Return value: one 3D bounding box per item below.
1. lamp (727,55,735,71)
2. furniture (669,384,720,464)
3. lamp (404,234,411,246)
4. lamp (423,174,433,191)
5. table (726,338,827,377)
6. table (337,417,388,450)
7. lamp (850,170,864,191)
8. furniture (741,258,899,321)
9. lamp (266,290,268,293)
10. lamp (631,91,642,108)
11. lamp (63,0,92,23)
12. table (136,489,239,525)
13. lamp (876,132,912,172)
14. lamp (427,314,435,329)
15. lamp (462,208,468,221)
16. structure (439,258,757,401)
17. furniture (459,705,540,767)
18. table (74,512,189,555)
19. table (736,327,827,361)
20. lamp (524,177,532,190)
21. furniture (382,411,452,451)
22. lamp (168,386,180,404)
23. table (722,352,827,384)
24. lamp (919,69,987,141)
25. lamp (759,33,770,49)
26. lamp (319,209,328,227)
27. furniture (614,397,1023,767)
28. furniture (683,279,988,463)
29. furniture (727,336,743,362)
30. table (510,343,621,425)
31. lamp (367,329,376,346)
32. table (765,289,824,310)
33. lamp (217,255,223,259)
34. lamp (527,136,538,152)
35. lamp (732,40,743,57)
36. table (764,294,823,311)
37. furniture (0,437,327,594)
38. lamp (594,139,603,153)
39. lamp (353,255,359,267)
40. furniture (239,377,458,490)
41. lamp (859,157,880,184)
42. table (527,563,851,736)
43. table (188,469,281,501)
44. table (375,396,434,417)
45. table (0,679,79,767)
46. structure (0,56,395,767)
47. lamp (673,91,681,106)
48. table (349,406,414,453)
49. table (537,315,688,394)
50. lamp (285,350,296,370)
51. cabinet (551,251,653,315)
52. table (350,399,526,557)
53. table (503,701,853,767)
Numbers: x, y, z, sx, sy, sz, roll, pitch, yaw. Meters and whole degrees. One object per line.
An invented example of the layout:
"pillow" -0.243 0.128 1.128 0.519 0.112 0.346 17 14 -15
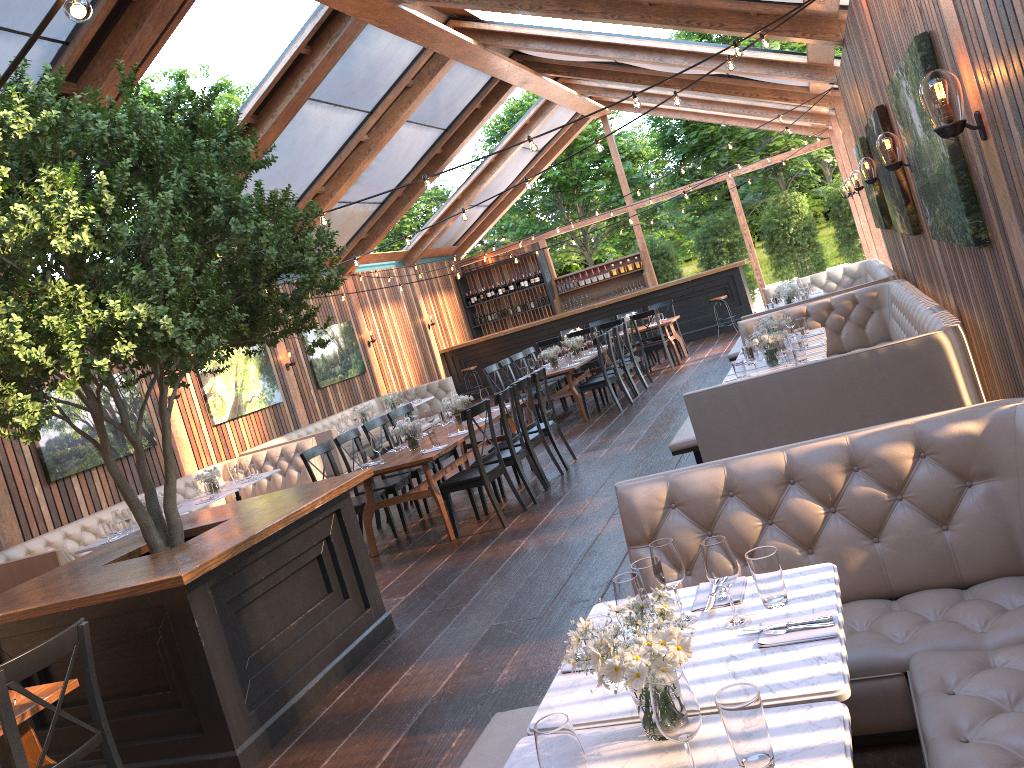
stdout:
"lamp" 1.602 -2.357 6.501 0.056 0.121 0.057 -16 2 24
"furniture" 1.734 0.387 7.642 0.311 0.398 2.349 -16 5 21
"lamp" -1.012 -1.396 8.572 0.056 0.121 0.056 -17 2 -4
"lamp" -0.576 -1.376 6.037 0.056 0.120 0.056 -17 2 8
"table" 2.314 0.089 7.402 0.793 0.671 0.806 -16 3 21
"table" -2.214 0.978 13.075 0.794 0.671 0.805 -16 3 20
"lamp" 4.373 -2.545 11.158 0.177 0.320 0.147 -16 2 21
"furniture" 4.111 -0.909 11.518 1.699 0.857 4.195 -15 5 21
"lamp" -2.780 -1.062 9.961 0.056 0.121 0.057 -15 2 42
"lamp" 0.843 -1.931 6.009 0.062 0.119 0.056 -18 2 -27
"lamp" -0.943 -0.837 1.906 0.056 0.119 0.060 -16 2 25
"table" -3.419 1.643 9.599 0.793 0.671 0.806 -16 3 21
"lamp" 2.583 -1.558 5.994 0.177 0.320 0.147 -16 2 21
"lamp" -1.770 -1.382 19.372 0.177 0.320 0.147 -16 2 21
"lamp" -0.441 -1.553 8.113 0.057 0.121 0.056 -18 2 -28
"structure" 1.781 -1.039 18.758 6.760 1.273 0.864 -15 3 20
"furniture" -0.242 1.476 1.942 0.311 0.398 2.349 -16 5 21
"table" -3.684 1.789 8.833 0.794 0.671 0.805 -16 3 20
"table" 2.580 -0.058 8.167 0.794 0.671 0.805 -16 3 20
"lamp" 0.138 -1.737 7.663 0.056 0.121 0.057 -16 2 30
"furniture" -1.305 0.798 13.611 0.311 0.398 2.349 -16 5 21
"lamp" -4.451 0.097 11.635 0.177 0.320 0.147 -16 2 21
"table" 2.049 0.235 6.636 0.794 0.671 0.805 -16 3 20
"lamp" 1.690 -1.065 3.417 0.177 0.320 0.147 -16 2 21
"lamp" 1.812 -2.459 6.335 0.056 0.120 0.056 -17 2 -13
"lamp" -1.299 -1.142 6.083 0.056 0.121 0.056 -17 2 1
"furniture" 0.668 0.989 1.585 1.699 0.857 4.195 -15 5 21
"furniture" 2.636 -0.096 7.263 1.699 0.857 4.195 -15 5 21
"furniture" 3.204 -0.424 11.883 0.311 0.398 2.349 -16 5 21
"table" 0.892 0.029 12.785 0.944 0.728 2.453 -16 5 21
"lamp" -2.667 -0.887 16.782 0.177 0.320 0.147 -16 2 21
"table" 4.050 -0.869 12.409 0.794 0.671 0.805 -16 3 20
"lamp" -2.030 -0.922 6.116 0.057 0.121 0.056 -19 2 -44
"lamp" 0.141 -1.636 6.014 0.056 0.120 0.056 -17 2 -13
"lamp" 1.525 -2.269 5.989 0.066 0.118 0.056 -18 2 -21
"table" 3.784 -0.722 11.643 0.793 0.671 0.806 -16 3 21
"furniture" -3.841 1.660 9.750 1.699 0.857 4.195 -15 5 21
"lamp" 0.706 -1.947 7.215 0.056 0.121 0.057 -16 2 33
"lamp" -1.597 -1.253 9.031 0.056 0.121 0.057 -16 2 36
"furniture" -2.370 0.848 13.995 1.699 0.857 4.195 -15 5 21
"lamp" 3.484 -2.054 8.593 0.177 0.320 0.147 -16 2 21
"table" 0.608 1.030 2.478 0.794 0.671 0.805 -16 3 20
"table" -3.154 1.496 10.365 0.794 0.671 0.805 -16 3 20
"table" -1.684 0.686 14.607 0.794 0.671 0.805 -16 3 20
"table" -2.568 1.937 2.802 0.944 0.728 2.453 -16 5 21
"structure" -2.222 0.089 5.046 2.693 3.691 2.880 -16 3 29
"lamp" 1.259 -2.185 6.773 0.056 0.121 0.057 -15 2 45
"table" -1.949 0.832 13.841 0.793 0.671 0.806 -16 3 21
"table" 1.790 -0.473 15.450 2.416 0.729 0.959 -15 4 20
"lamp" -3.562 -0.394 14.200 0.177 0.320 0.147 -16 2 21
"cabinet" 2.214 -1.750 20.528 2.260 2.091 0.497 -16 2 20
"table" -0.576 0.838 8.550 0.944 0.728 2.453 -16 5 21
"table" 0.342 1.176 1.712 0.793 0.671 0.806 -16 3 21
